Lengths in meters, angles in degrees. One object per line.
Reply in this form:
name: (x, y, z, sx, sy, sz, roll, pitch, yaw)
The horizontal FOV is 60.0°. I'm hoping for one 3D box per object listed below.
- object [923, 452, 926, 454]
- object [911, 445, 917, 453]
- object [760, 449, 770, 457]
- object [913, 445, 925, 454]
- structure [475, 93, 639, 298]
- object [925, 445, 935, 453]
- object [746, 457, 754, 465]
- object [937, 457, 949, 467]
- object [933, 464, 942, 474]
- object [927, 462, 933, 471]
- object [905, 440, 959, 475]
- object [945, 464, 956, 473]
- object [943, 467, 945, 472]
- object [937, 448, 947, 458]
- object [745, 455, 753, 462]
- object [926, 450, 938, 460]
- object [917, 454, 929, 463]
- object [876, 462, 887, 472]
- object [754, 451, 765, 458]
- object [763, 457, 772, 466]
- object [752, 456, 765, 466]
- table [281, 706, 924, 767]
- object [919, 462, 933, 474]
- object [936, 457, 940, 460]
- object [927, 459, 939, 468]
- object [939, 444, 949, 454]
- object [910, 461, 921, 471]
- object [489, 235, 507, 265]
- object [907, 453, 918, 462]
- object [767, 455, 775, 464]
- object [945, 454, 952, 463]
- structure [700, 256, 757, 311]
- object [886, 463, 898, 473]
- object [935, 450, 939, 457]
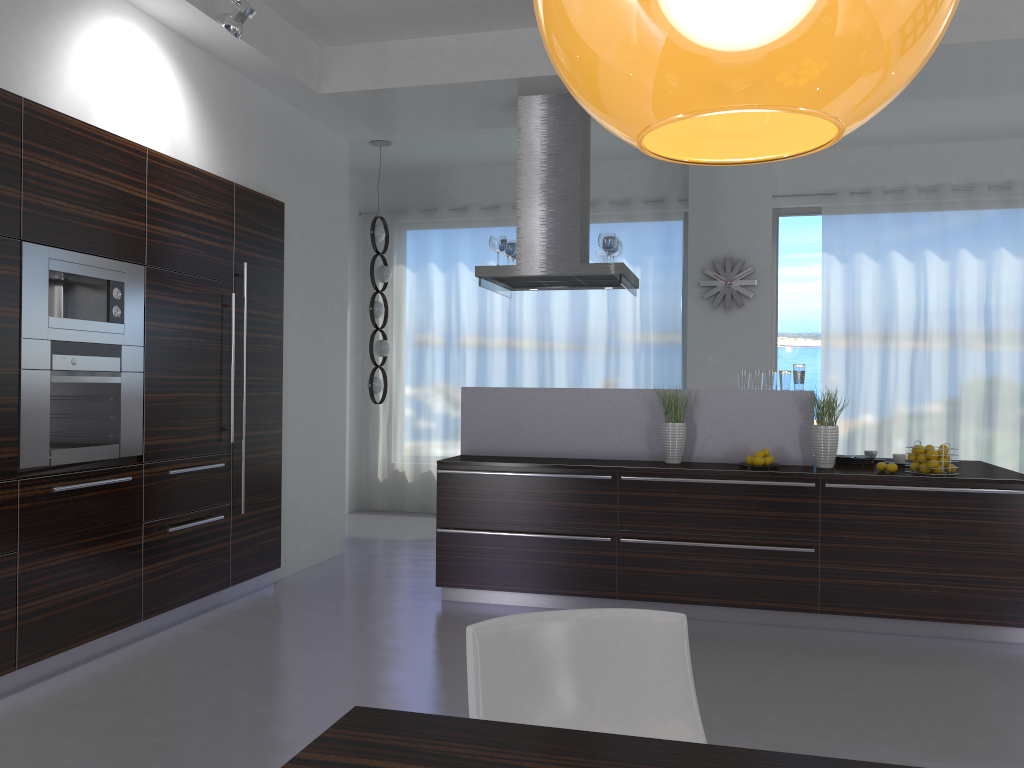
object: (2.278, 0.404, 4.902, 0.064, 0.053, 0.051, 1, 0, 17)
object: (2.247, 0.367, 4.921, 0.052, 0.060, 0.057, 1, 0, 3)
object: (1.473, 0.401, 5.166, 0.053, 0.048, 0.063, 1, 0, -20)
object: (2.236, 0.362, 4.870, 0.053, 0.051, 0.063, 1, 0, -28)
structure: (0.350, -1.259, 6.184, 0.981, 1.231, 0.915, 1, 0, 14)
object: (2.296, 0.360, 4.874, 0.051, 0.053, 0.063, 1, 0, 16)
object: (1.390, 0.448, 5.145, 0.063, 0.051, 0.053, 1, 0, 18)
object: (2.335, 0.425, 4.811, 0.061, 0.055, 0.051, 1, 0, -6)
object: (2.306, 0.461, 4.803, 0.051, 0.053, 0.063, 1, 0, 22)
object: (2.287, 0.453, 4.871, 0.057, 0.060, 0.052, 1, 0, 20)
object: (2.305, 0.403, 4.871, 0.189, 0.174, 0.207, 1, 0, -21)
object: (2.388, 0.461, 4.831, 0.062, 0.052, 0.053, 1, 0, -36)
object: (2.347, 0.463, 4.873, 0.061, 0.055, 0.050, 1, 0, -30)
object: (2.336, 0.375, 4.817, 0.051, 0.053, 0.063, 1, 0, 27)
object: (1.396, 0.445, 5.200, 0.052, 0.054, 0.061, 1, 0, -28)
object: (2.279, 0.386, 4.809, 0.061, 0.052, 0.053, 1, 0, 28)
object: (2.250, 0.407, 4.854, 0.062, 0.053, 0.052, 1, 0, -14)
object: (2.066, 0.463, 4.948, 0.053, 0.051, 0.063, 1, 0, -17)
object: (1.431, 0.411, 5.134, 0.061, 0.047, 0.053, 1, 0, 18)
object: (1.472, 0.446, 5.119, 0.061, 0.054, 0.052, 1, 0, -8)
object: (1.414, 0.444, 5.091, 0.070, 0.058, 0.060, 1, 0, 13)
table: (0.585, 0.930, 0.665, 2.046, 0.783, 1.127, 1, 0, 14)
object: (2.259, 0.459, 4.838, 0.064, 0.063, 0.074, 1, 0, 35)
object: (2.316, 0.422, 4.835, 0.051, 0.053, 0.062, 1, 0, 23)
object: (2.271, 0.432, 4.783, 0.061, 0.054, 0.052, 1, 0, -8)
object: (2.372, 0.362, 4.873, 0.050, 0.060, 0.059, 1, 0, 14)
object: (2.228, 0.453, 4.890, 0.060, 0.057, 0.052, 1, 0, 16)
object: (-0.095, -0.889, 5.992, 0.125, 0.221, 0.125, 1, 0, 39)
object: (2.221, 0.406, 4.909, 0.053, 0.051, 0.063, 1, 0, -17)
object: (1.501, 0.442, 5.169, 0.063, 0.053, 0.051, 1, 0, -35)
object: (2.376, 0.411, 4.853, 0.061, 0.054, 0.053, 1, 0, -29)
structure: (1.988, -0.926, 8.147, 0.505, 0.505, 0.076, 1, 0, 14)
object: (2.094, 0.463, 4.891, 0.063, 0.051, 0.053, 1, 0, 18)
object: (2.336, 0.392, 4.888, 0.055, 0.051, 0.061, 1, 0, 9)
